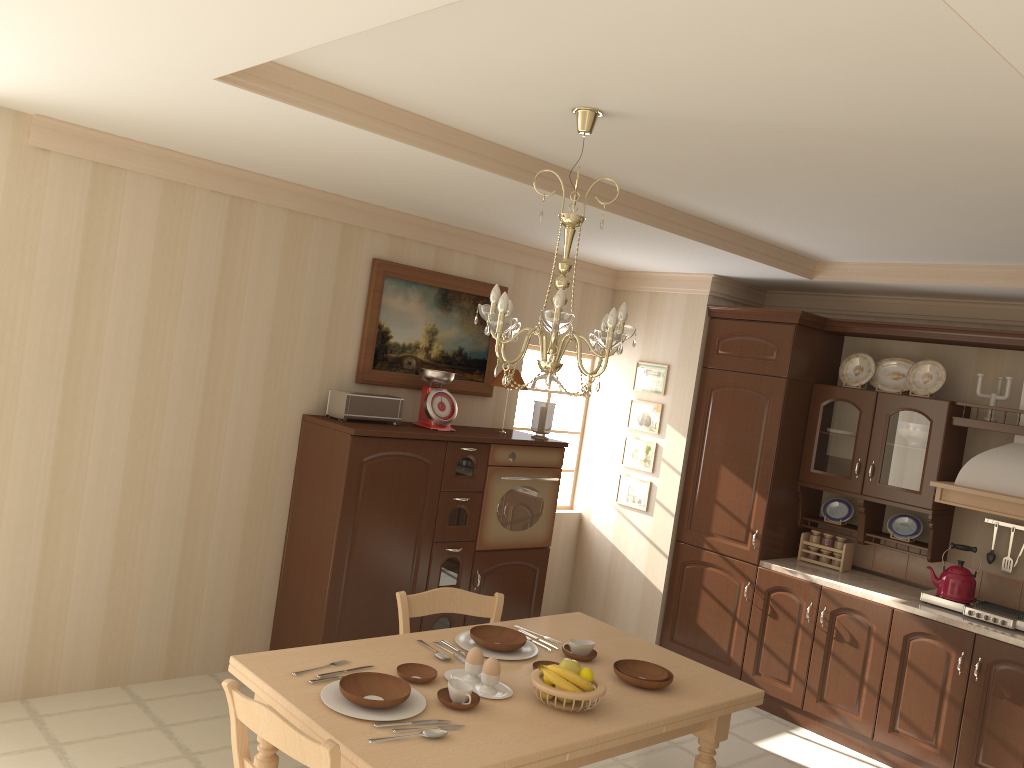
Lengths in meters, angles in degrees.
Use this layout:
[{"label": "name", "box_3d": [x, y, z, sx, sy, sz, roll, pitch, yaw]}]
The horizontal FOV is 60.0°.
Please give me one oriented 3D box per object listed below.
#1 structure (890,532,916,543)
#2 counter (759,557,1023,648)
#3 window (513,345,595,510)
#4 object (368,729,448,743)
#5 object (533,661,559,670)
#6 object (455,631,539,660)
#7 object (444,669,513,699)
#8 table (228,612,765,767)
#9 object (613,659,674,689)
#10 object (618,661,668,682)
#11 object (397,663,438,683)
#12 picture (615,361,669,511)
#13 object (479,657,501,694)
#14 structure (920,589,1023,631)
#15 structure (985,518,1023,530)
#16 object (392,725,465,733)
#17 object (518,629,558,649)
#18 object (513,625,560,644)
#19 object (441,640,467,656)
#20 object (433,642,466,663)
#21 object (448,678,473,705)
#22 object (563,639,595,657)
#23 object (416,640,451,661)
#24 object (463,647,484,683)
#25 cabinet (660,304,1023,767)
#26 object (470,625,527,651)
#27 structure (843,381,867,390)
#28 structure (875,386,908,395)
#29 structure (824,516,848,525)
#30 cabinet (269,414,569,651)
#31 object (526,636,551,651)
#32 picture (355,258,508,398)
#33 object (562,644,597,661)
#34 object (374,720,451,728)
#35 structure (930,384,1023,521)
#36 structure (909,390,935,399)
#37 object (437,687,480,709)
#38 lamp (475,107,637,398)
[{"label": "structure", "box_3d": [2.237, 0.829, 5.060, 0.080, 0.126, 0.110, 7, 2, -43]}, {"label": "counter", "box_3d": [1.871, 1.155, 3.835, 2.422, 0.034, 2.603, 7, 2, -43]}, {"label": "window", "box_3d": [0.208, 0.309, 6.018, 0.765, 1.100, 0.050, 7, 2, -43]}, {"label": "object", "box_3d": [-0.269, 0.919, 2.314, 0.219, 0.011, 0.047, 8, 2, -27]}, {"label": "object", "box_3d": [0.129, 0.952, 2.937, 0.126, 0.026, 0.127, 9, 2, 12]}, {"label": "object", "box_3d": [-0.054, 0.927, 3.146, 0.299, 0.009, 0.299, 7, 2, -44]}, {"label": "object", "box_3d": [-0.106, 0.932, 2.756, 0.245, 0.005, 0.157, 10, 2, 44]}, {"label": "table", "box_3d": [-0.043, 1.332, 2.911, 1.567, 0.774, 0.900, 7, 2, -43]}, {"label": "object", "box_3d": [0.442, 0.989, 2.999, 0.204, 0.042, 0.204, 8, 2, -4]}, {"label": "object", "box_3d": [0.441, 0.985, 2.997, 0.168, 0.034, 0.168, 7, 2, -32]}, {"label": "object", "box_3d": [-0.294, 0.895, 2.732, 0.126, 0.026, 0.127, 10, 2, 38]}, {"label": "picture", "box_3d": [0.857, 0.340, 5.872, 0.010, 0.964, 0.268, 7, 2, -43]}, {"label": "object", "box_3d": [-0.065, 0.889, 2.718, 0.058, 0.104, 0.058, 9, 2, 26]}, {"label": "structure", "box_3d": [2.469, 1.168, 4.504, 0.325, 0.054, 0.710, 7, 2, -43]}, {"label": "structure", "box_3d": [2.734, 0.771, 4.703, 0.008, 0.020, 0.422, 7, 2, -43]}, {"label": "object", "box_3d": [-0.219, 0.927, 2.387, 0.216, 0.004, 0.022, 8, 2, -27]}, {"label": "object", "box_3d": [0.098, 0.947, 3.289, 0.018, 0.008, 0.212, 7, 2, -43]}, {"label": "object", "box_3d": [0.093, 0.946, 3.355, 0.218, 0.004, 0.028, 10, 2, 37]}, {"label": "object", "box_3d": [-0.175, 0.914, 3.027, 0.023, 0.008, 0.221, 7, 2, -37]}, {"label": "object", "box_3d": [-0.204, 0.912, 3.007, 0.022, 0.004, 0.216, 7, 2, -37]}, {"label": "object", "box_3d": [-0.150, 0.905, 2.574, 0.063, 0.055, 0.119, 8, 2, -29]}, {"label": "object", "box_3d": [0.236, 0.945, 3.158, 0.119, 0.055, 0.063, 8, 2, -14]}, {"label": "object", "box_3d": [-0.268, 0.900, 3.002, 0.047, 0.011, 0.219, 7, 2, -34]}, {"label": "object", "box_3d": [-0.118, 0.879, 2.789, 0.058, 0.104, 0.058, 9, 2, 26]}, {"label": "cabinet", "box_3d": [1.727, 0.785, 4.055, 2.436, 2.313, 3.226, 7, 2, -43]}, {"label": "object", "box_3d": [-0.051, 0.909, 3.146, 0.204, 0.042, 0.204, 7, 2, -43]}, {"label": "structure", "box_3d": [2.051, -0.036, 5.290, 0.080, 0.126, 0.110, 7, 2, -43]}, {"label": "structure", "box_3d": [2.224, -0.007, 5.181, 0.080, 0.126, 0.154, 7, 2, -43]}, {"label": "structure", "box_3d": [1.965, 0.780, 5.363, 0.080, 0.126, 0.110, 7, 2, -43]}, {"label": "cabinet", "box_3d": [-0.465, 0.923, 4.978, 1.513, 1.349, 0.538, 7, 2, -43]}, {"label": "object", "box_3d": [0.072, 0.944, 3.261, 0.022, 0.008, 0.218, 7, 2, -40]}, {"label": "picture", "box_3d": [-0.433, -0.299, 5.141, 0.990, 0.687, 0.036, 7, 2, -43]}, {"label": "object", "box_3d": [0.239, 0.962, 3.161, 0.127, 0.026, 0.126, 8, 2, -16]}, {"label": "object", "box_3d": [-0.269, 0.918, 2.402, 0.221, 0.008, 0.023, 8, 2, -27]}, {"label": "structure", "box_3d": [2.666, 0.262, 4.538, 0.455, 0.845, 0.753, 7, 2, -43]}, {"label": "structure", "box_3d": [2.319, 0.012, 4.996, 0.080, 0.126, 0.110, 7, 2, -43]}, {"label": "object", "box_3d": [-0.157, 0.920, 2.581, 0.126, 0.026, 0.127, 10, 2, 38]}, {"label": "lamp", "box_3d": [0.180, -0.459, 2.811, 0.501, 0.982, 0.502, 9, 2, 17]}]
